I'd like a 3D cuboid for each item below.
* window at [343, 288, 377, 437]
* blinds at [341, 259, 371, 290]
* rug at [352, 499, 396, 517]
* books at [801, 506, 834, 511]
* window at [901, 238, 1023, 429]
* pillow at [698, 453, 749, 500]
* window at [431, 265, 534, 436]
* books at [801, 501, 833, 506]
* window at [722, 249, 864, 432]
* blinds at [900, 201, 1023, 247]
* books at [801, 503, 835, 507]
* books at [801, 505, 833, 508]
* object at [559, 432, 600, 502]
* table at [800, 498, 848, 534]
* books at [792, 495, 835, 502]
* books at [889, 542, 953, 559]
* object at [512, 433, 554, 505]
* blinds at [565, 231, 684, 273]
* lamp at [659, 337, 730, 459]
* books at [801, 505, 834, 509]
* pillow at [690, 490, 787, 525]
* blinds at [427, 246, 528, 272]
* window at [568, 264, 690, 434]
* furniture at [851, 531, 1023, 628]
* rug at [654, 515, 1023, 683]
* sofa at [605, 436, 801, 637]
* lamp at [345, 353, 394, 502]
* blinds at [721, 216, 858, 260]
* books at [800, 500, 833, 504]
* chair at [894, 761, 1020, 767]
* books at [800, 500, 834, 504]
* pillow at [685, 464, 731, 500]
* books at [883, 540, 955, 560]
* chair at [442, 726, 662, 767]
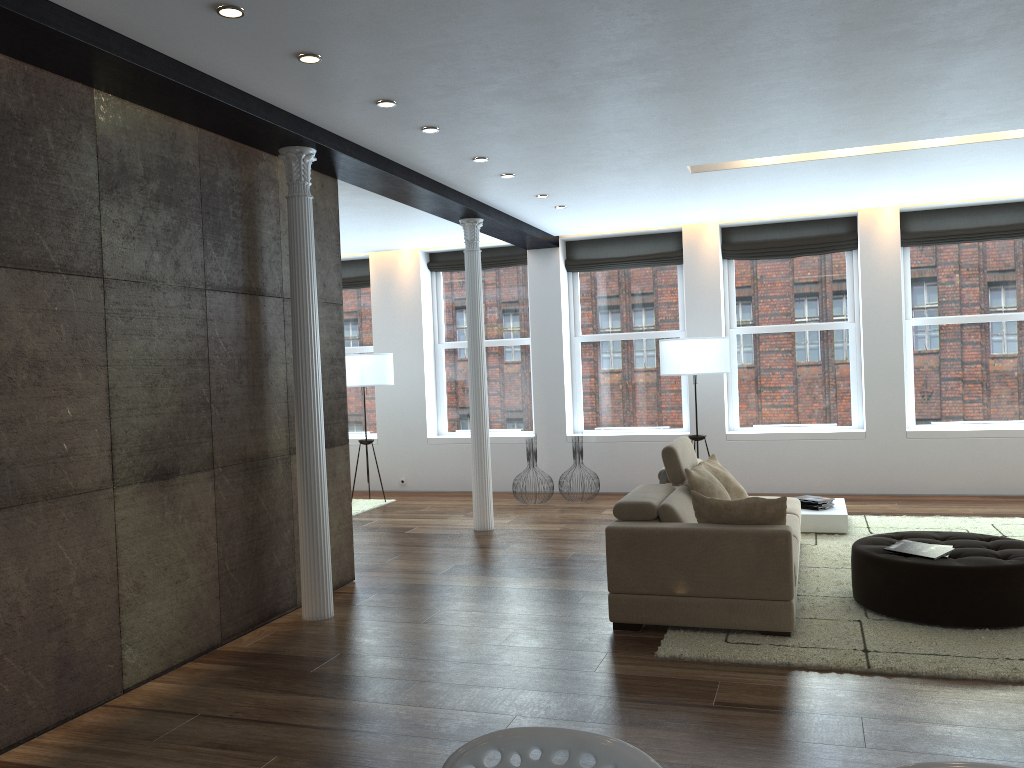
[{"bbox_3d":[-2.283,-0.416,11.765,1.345,2.400,0.123,-2,1,19],"label":"window"},{"bbox_3d":[-2.345,-1.428,11.688,1.342,0.393,0.156,-2,1,19],"label":"blinds"},{"bbox_3d":[-3.832,1.476,9.623,4.231,0.020,2.972,-2,1,19],"label":"rug"},{"bbox_3d":[2.596,1.066,7.698,0.220,0.010,0.300,-3,1,-36],"label":"books"},{"bbox_3d":[4.870,-0.662,9.337,1.443,2.400,0.123,-2,1,19],"label":"window"},{"bbox_3d":[1.526,0.733,6.376,0.368,0.416,0.519,-2,1,23],"label":"pillow"},{"bbox_3d":[-0.326,-0.483,11.101,1.391,2.400,0.123,-2,1,19],"label":"window"},{"bbox_3d":[2.594,1.027,7.698,0.300,0.010,0.220,-1,1,44],"label":"books"},{"bbox_3d":[3.127,-0.602,9.928,1.442,2.400,0.123,-2,1,19],"label":"window"},{"bbox_3d":[4.810,-1.674,9.259,1.442,0.393,0.156,-2,1,19],"label":"blinds"},{"bbox_3d":[2.615,1.036,7.713,0.220,0.010,0.300,-3,1,-21],"label":"books"},{"bbox_3d":[2.595,1.047,7.698,0.220,0.010,0.300,-3,1,-36],"label":"books"},{"bbox_3d":[0.736,0.908,9.815,0.458,0.781,0.458,-2,1,18],"label":"object"},{"bbox_3d":[2.474,1.159,7.839,0.900,0.170,0.900,-2,1,19],"label":"table"},{"bbox_3d":[2.613,0.997,7.712,0.220,0.010,0.300,-3,1,-31],"label":"books"},{"bbox_3d":[2.326,0.944,5.041,0.300,0.031,0.219,-2,1,34],"label":"books"},{"bbox_3d":[0.225,0.929,9.759,0.458,0.781,0.458,-2,1,18],"label":"object"},{"bbox_3d":[1.322,-1.553,10.427,1.431,0.395,0.183,-2,1,19],"label":"blinds"},{"bbox_3d":[1.890,0.397,9.070,0.698,1.728,0.698,-1,1,43],"label":"lamp"},{"bbox_3d":[2.616,1.055,7.713,0.300,0.010,0.220,-1,1,39],"label":"books"},{"bbox_3d":[1.296,0.778,4.992,0.518,0.393,0.395,-2,1,22],"label":"pillow"},{"bbox_3d":[-0.390,-1.555,11.023,1.396,0.275,0.156,-2,1,19],"label":"blinds"},{"bbox_3d":[1.388,-0.542,10.519,1.432,2.400,0.123,-2,1,19],"label":"window"},{"bbox_3d":[2.545,1.111,5.174,1.057,0.355,1.057,-2,1,21],"label":"furniture"},{"bbox_3d":[2.813,1.272,6.020,2.972,0.020,4.231,-2,1,19],"label":"rug"},{"bbox_3d":[1.413,0.863,6.027,1.021,0.950,2.581,-2,1,19],"label":"sofa"},{"bbox_3d":[-1.696,0.520,10.287,0.698,1.728,0.698,-1,1,43],"label":"lamp"},{"bbox_3d":[3.068,-1.607,9.851,1.439,0.424,0.156,-2,1,19],"label":"blinds"},{"bbox_3d":[2.593,1.008,7.697,0.220,0.010,0.300,-3,1,-36],"label":"books"},{"bbox_3d":[0.685,1.032,1.162,0.495,0.835,0.581,-2,1,19],"label":"chair"},{"bbox_3d":[2.614,1.017,7.712,0.300,0.010,0.220,-2,1,34],"label":"books"},{"bbox_3d":[1.313,0.741,5.788,0.301,0.439,0.534,-2,1,22],"label":"pillow"},{"bbox_3d":[2.305,0.937,5.025,0.220,0.040,0.301,-3,1,-36],"label":"books"},{"bbox_3d":[0.020,1.056,1.368,0.495,0.835,0.581,-2,1,19],"label":"chair"}]
